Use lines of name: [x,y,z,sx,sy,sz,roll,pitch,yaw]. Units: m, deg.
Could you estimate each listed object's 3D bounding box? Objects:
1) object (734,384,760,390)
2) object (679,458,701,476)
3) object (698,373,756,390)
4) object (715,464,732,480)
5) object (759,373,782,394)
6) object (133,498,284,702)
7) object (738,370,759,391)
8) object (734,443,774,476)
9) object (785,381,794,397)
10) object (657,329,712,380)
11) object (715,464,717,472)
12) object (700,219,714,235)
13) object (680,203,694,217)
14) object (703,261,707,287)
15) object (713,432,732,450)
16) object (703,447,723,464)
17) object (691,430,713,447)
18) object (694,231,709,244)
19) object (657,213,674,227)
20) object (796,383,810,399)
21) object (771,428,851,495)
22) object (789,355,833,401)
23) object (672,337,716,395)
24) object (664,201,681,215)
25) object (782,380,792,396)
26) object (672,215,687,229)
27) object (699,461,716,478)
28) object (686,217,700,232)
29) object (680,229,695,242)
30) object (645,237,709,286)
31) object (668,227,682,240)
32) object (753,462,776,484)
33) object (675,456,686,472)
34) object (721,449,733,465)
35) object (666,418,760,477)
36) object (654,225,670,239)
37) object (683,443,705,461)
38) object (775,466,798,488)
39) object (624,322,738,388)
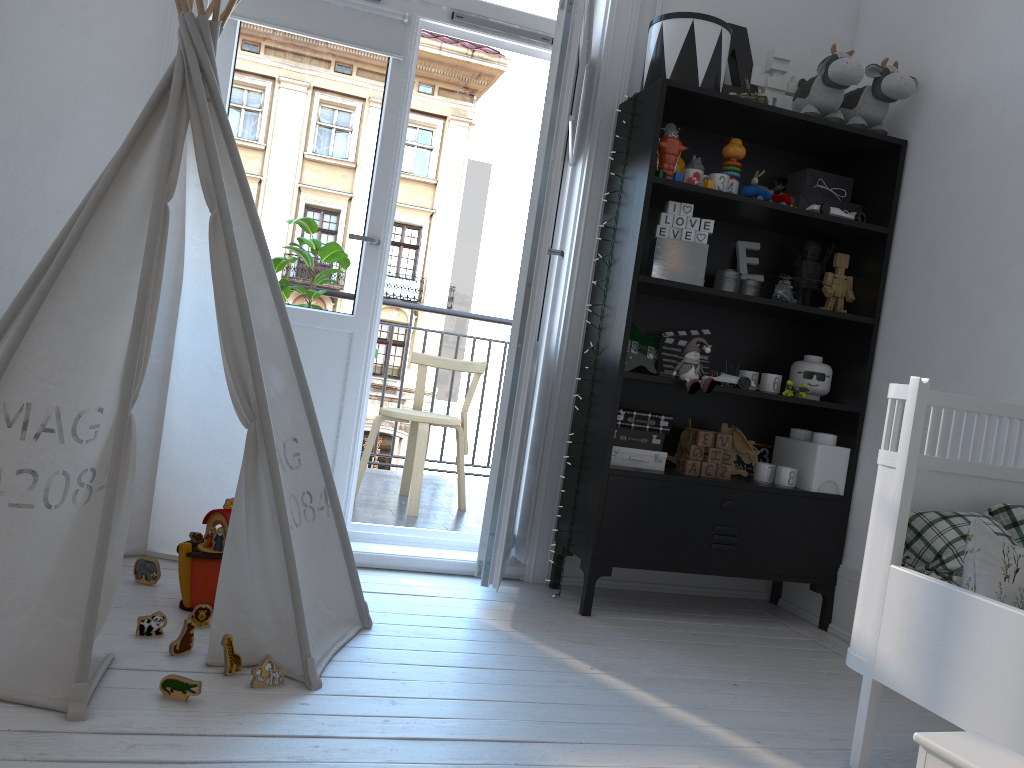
object: [0.872,0.014,3.167,0.163,0.034,0.069,8,1,-16]
object: [0.588,0.275,2.930,0.050,0.050,0.050,8,1,-16]
object: [0.696,-0.015,2.960,0.230,0.048,0.098,9,1,9]
object: [0.707,0.292,2.965,0.050,0.050,0.050,9,1,14]
object: [0.876,0.000,3.004,0.067,0.067,0.067,8,1,-2]
object: [-0.676,0.455,2.122,0.385,0.284,0.856,8,1,-24]
object: [0.806,-0.010,3.032,0.067,0.067,0.067,8,1,-2]
object: [0.815,0.266,3.226,0.347,0.120,0.034,8,1,-16]
object: [0.949,0.017,3.026,0.042,0.054,0.031,8,1,-16]
object: [0.603,-0.106,3.083,0.201,0.199,0.048,8,1,-16]
object: [0.698,0.290,3.023,0.050,0.050,0.050,8,1,-16]
object: [0.625,-0.504,2.846,0.040,0.040,0.040,9,1,9]
object: [0.555,-0.555,2.843,0.040,0.040,0.040,8,1,-6]
object: [0.641,-0.375,3.113,0.070,0.135,0.028,8,1,-17]
object: [0.707,0.192,2.974,0.050,0.050,0.050,8,1,4]
object: [0.665,0.236,2.950,0.050,0.050,0.050,8,1,-16]
object: [0.632,0.181,2.949,0.050,0.050,0.050,8,1,-16]
object: [0.607,-0.466,2.846,0.040,0.040,0.040,9,1,14]
object: [0.491,-0.524,2.842,0.040,0.040,0.040,8,1,-6]
object: [0.986,0.023,3.006,0.042,0.054,0.031,9,1,29]
object: [1.041,0.264,3.107,0.132,0.199,0.267,8,1,-16]
object: [1.044,-0.018,3.104,0.139,0.162,0.139,7,2,-41]
object: [0.583,-0.057,2.803,0.110,0.186,0.129,8,1,-29]
object: [0.514,-0.561,2.842,0.040,0.040,0.040,8,1,-11]
object: [0.923,0.014,2.963,0.031,0.054,0.042,9,1,34]
object: [0.536,-0.517,2.843,0.040,0.040,0.040,8,1,4]
object: [0.643,0.283,2.947,0.050,0.050,0.050,8,1,-11]
object: [0.581,-0.511,2.845,0.040,0.040,0.040,9,1,14]
object: [0.562,-0.473,2.845,0.040,0.040,0.040,8,1,-1]
object: [0.532,-0.389,2.883,0.170,0.138,0.124,8,1,-1]
object: [0.518,-0.479,2.852,0.040,0.040,0.040,8,1,-11]
object: [0.862,0.305,3.032,0.067,0.067,0.067,8,1,-2]
object: [0.587,0.274,2.987,0.050,0.050,0.050,8,1,-16]
object: [0.709,0.242,2.991,0.050,0.050,0.050,8,1,-16]
object: [0.698,0.223,3.097,0.337,0.186,0.111,8,1,-1]
object: [0.480,-0.485,2.843,0.040,0.040,0.040,8,1,-1]
object: [0.606,0.227,2.953,0.050,0.050,0.050,8,1,-16]
object: [0.924,0.314,2.993,0.067,0.067,0.067,8,1,-2]
object: [0.552,-0.082,3.097,0.542,0.239,0.093,8,1,-16]
